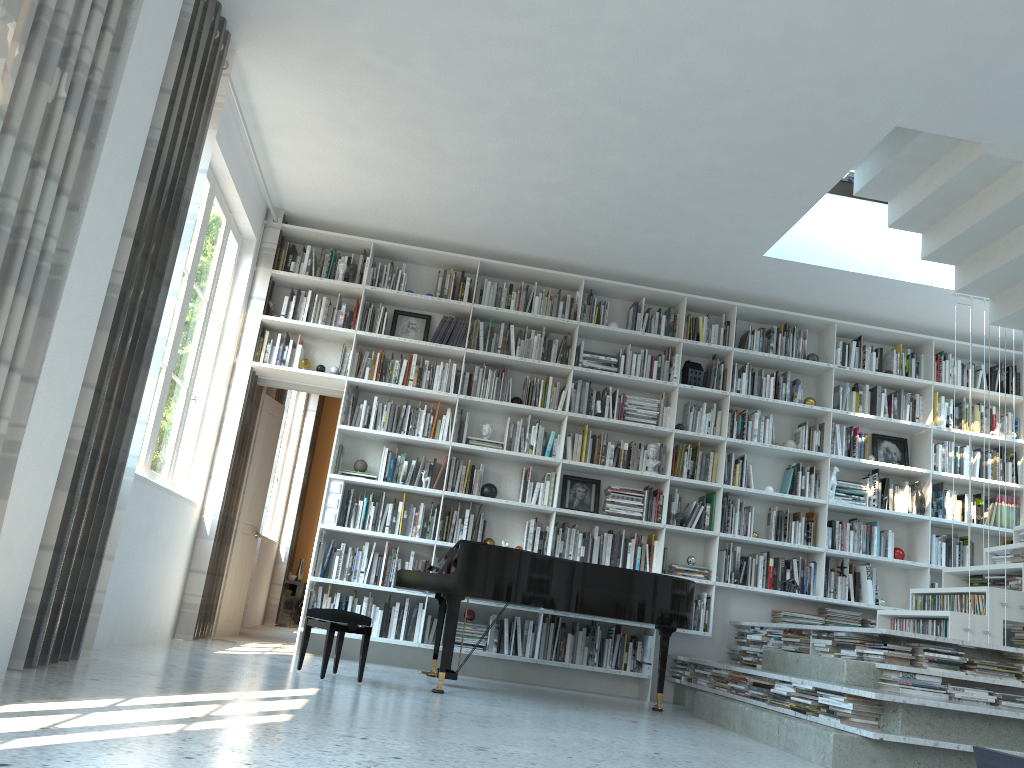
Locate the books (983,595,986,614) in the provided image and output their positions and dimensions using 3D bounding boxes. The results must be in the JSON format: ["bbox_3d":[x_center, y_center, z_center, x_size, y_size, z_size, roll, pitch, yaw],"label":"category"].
[{"bbox_3d":[2.878,1.329,5.290,0.125,0.123,0.036,9,-14,-5],"label":"books"}]

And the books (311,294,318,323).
[{"bbox_3d":[-1.534,-0.544,6.903,0.013,0.268,0.162,9,-14,-5],"label":"books"}]

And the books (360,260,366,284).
[{"bbox_3d":[-1.177,-0.838,7.026,0.025,0.259,0.138,9,-14,-5],"label":"books"}]

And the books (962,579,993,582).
[{"bbox_3d":[3.203,1.340,6.010,0.198,0.006,0.189,10,-15,-8],"label":"books"}]

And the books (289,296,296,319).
[{"bbox_3d":[-1.695,-0.550,6.882,0.023,0.227,0.172,9,-14,-5],"label":"books"}]

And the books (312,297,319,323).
[{"bbox_3d":[-1.523,-0.532,6.901,0.012,0.248,0.192,9,-14,-5],"label":"books"}]

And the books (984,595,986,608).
[{"bbox_3d":[2.879,1.327,5.282,0.125,0.123,0.034,9,-14,-5],"label":"books"}]

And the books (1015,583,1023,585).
[{"bbox_3d":[3.189,1.260,5.506,0.161,0.007,0.255,4,-15,15],"label":"books"}]

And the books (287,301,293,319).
[{"bbox_3d":[-1.723,-0.531,6.901,0.024,0.191,0.138,9,-14,-5],"label":"books"}]

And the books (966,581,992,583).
[{"bbox_3d":[3.219,1.351,6.010,0.160,0.009,0.208,10,-15,-9],"label":"books"}]

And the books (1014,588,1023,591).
[{"bbox_3d":[3.190,1.290,5.497,0.136,0.017,0.289,3,-15,18],"label":"books"}]

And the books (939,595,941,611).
[{"bbox_3d":[2.824,1.437,5.732,0.125,0.125,0.010,9,-14,-5],"label":"books"}]

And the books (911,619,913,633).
[{"bbox_3d":[2.647,1.596,5.740,0.125,0.125,0.009,9,-14,-5],"label":"books"}]

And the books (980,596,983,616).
[{"bbox_3d":[2.874,1.336,5.320,0.125,0.123,0.035,9,-14,-5],"label":"books"}]

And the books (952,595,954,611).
[{"bbox_3d":[2.840,1.403,5.597,0.125,0.125,0.011,9,-14,-5],"label":"books"}]

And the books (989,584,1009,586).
[{"bbox_3d":[3.244,1.327,5.786,0.149,0.013,0.220,8,-15,0],"label":"books"}]

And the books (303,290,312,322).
[{"bbox_3d":[-1.585,-0.563,6.889,0.021,0.285,0.179,9,-14,-5],"label":"books"}]

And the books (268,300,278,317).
[{"bbox_3d":[-1.840,-0.543,6.886,0.121,0.175,0.130,9,-14,-5],"label":"books"}]

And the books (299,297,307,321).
[{"bbox_3d":[-1.623,-0.540,6.906,0.024,0.238,0.156,9,-14,-5],"label":"books"}]

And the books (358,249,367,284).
[{"bbox_3d":[-1.190,-0.880,7.028,0.014,0.336,0.168,9,-14,-5],"label":"books"}]

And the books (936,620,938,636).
[{"bbox_3d":[2.680,1.530,5.474,0.125,0.125,0.012,9,-14,-5],"label":"books"}]

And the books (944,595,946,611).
[{"bbox_3d":[2.830,1.424,5.679,0.125,0.125,0.010,9,-14,-5],"label":"books"}]

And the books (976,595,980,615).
[{"bbox_3d":[2.870,1.344,5.350,0.125,0.123,0.035,9,-14,-5],"label":"books"}]

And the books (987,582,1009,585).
[{"bbox_3d":[3.232,1.313,5.788,0.189,0.012,0.156,8,-15,-2],"label":"books"}]

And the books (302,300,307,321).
[{"bbox_3d":[-1.607,-0.525,6.894,0.010,0.208,0.165,9,-14,-5],"label":"books"}]

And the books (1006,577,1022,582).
[{"bbox_3d":[3.191,1.223,5.516,0.168,0.014,0.213,4,-15,15],"label":"books"}]

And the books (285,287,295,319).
[{"bbox_3d":[-1.732,-0.586,6.901,0.011,0.296,0.163,9,-14,-5],"label":"books"}]

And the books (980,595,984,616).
[{"bbox_3d":[2.875,1.334,5.312,0.125,0.123,0.036,9,-14,-5],"label":"books"}]

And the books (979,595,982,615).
[{"bbox_3d":[2.873,1.338,5.327,0.125,0.123,0.034,9,-14,-5],"label":"books"}]

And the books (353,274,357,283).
[{"bbox_3d":[-1.243,-0.813,7.012,0.028,0.184,0.168,9,-14,-5],"label":"books"}]

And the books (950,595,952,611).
[{"bbox_3d":[2.838,1.408,5.616,0.125,0.125,0.013,9,-14,-5],"label":"books"}]

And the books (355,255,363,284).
[{"bbox_3d":[-1.211,-0.857,7.025,0.022,0.286,0.175,9,-14,-5],"label":"books"}]

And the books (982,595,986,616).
[{"bbox_3d":[2.877,1.331,5.297,0.125,0.123,0.034,9,-14,-5],"label":"books"}]

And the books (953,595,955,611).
[{"bbox_3d":[2.842,1.401,5.587,0.125,0.125,0.009,9,-14,-5],"label":"books"}]

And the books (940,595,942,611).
[{"bbox_3d":[2.825,1.434,5.720,0.125,0.125,0.014,9,-14,-5],"label":"books"}]

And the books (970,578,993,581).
[{"bbox_3d":[3.224,1.335,6.014,0.161,0.012,0.195,10,-15,-7],"label":"books"}]

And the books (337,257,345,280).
[{"bbox_3d":[-1.347,-0.861,6.999,0.025,0.243,0.168,9,-14,-5],"label":"books"}]

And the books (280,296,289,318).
[{"bbox_3d":[-1.760,-0.553,6.887,0.034,0.217,0.166,9,-14,-5],"label":"books"}]

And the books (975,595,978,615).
[{"bbox_3d":[2.867,1.349,5.376,0.125,0.125,0.011,9,-14,-5],"label":"books"}]

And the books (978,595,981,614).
[{"bbox_3d":[2.872,1.340,5.334,0.125,0.123,0.034,9,-14,-5],"label":"books"}]

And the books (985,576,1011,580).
[{"bbox_3d":[3.238,1.276,5.798,0.177,0.014,0.194,11,-15,-10],"label":"books"}]

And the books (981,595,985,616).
[{"bbox_3d":[2.876,1.333,5.305,0.125,0.123,0.035,9,-14,-5],"label":"books"}]

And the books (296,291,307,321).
[{"bbox_3d":[-1.646,-0.567,6.911,0.028,0.287,0.133,9,-14,-5],"label":"books"}]

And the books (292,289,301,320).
[{"bbox_3d":[-1.668,-0.574,6.886,0.023,0.282,0.186,9,-14,-5],"label":"books"}]

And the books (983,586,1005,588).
[{"bbox_3d":[3.230,1.338,5.782,0.184,0.013,0.226,10,-15,-7],"label":"books"}]

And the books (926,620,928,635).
[{"bbox_3d":[2.667,1.555,5.575,0.125,0.125,0.009,9,-14,-5],"label":"books"}]

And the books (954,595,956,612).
[{"bbox_3d":[2.843,1.399,5.576,0.125,0.125,0.016,9,-14,-5],"label":"books"}]

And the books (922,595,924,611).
[{"bbox_3d":[2.801,1.484,5.920,0.125,0.125,0.008,9,-14,-5],"label":"books"}]

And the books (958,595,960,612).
[{"bbox_3d":[2.848,1.389,5.536,0.125,0.125,0.012,9,-14,-5],"label":"books"}]

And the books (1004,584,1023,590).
[{"bbox_3d":[3.172,1.272,5.507,0.171,0.019,0.240,3,-16,19],"label":"books"}]

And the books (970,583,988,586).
[{"bbox_3d":[3.224,1.366,6.006,0.140,0.022,0.181,11,-15,-11],"label":"books"}]

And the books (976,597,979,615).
[{"bbox_3d":[2.869,1.346,5.358,0.125,0.123,0.034,9,-14,-5],"label":"books"}]

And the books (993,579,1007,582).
[{"bbox_3d":[3.260,1.295,5.796,0.133,0.017,0.179,8,-15,-1],"label":"books"}]

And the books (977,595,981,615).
[{"bbox_3d":[2.871,1.342,5.342,0.125,0.122,0.037,9,-14,-5],"label":"books"}]

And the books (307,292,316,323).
[{"bbox_3d":[-1.559,-0.557,6.912,0.037,0.291,0.156,9,-14,-5],"label":"books"}]

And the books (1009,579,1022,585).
[{"bbox_3d":[3.199,1.244,5.508,0.141,0.028,0.223,4,-15,14],"label":"books"}]

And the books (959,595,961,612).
[{"bbox_3d":[2.849,1.386,5.527,0.125,0.125,0.018,9,-14,-5],"label":"books"}]

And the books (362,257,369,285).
[{"bbox_3d":[-1.148,-0.839,6.992,0.024,0.251,0.235,9,-14,-5],"label":"books"}]
